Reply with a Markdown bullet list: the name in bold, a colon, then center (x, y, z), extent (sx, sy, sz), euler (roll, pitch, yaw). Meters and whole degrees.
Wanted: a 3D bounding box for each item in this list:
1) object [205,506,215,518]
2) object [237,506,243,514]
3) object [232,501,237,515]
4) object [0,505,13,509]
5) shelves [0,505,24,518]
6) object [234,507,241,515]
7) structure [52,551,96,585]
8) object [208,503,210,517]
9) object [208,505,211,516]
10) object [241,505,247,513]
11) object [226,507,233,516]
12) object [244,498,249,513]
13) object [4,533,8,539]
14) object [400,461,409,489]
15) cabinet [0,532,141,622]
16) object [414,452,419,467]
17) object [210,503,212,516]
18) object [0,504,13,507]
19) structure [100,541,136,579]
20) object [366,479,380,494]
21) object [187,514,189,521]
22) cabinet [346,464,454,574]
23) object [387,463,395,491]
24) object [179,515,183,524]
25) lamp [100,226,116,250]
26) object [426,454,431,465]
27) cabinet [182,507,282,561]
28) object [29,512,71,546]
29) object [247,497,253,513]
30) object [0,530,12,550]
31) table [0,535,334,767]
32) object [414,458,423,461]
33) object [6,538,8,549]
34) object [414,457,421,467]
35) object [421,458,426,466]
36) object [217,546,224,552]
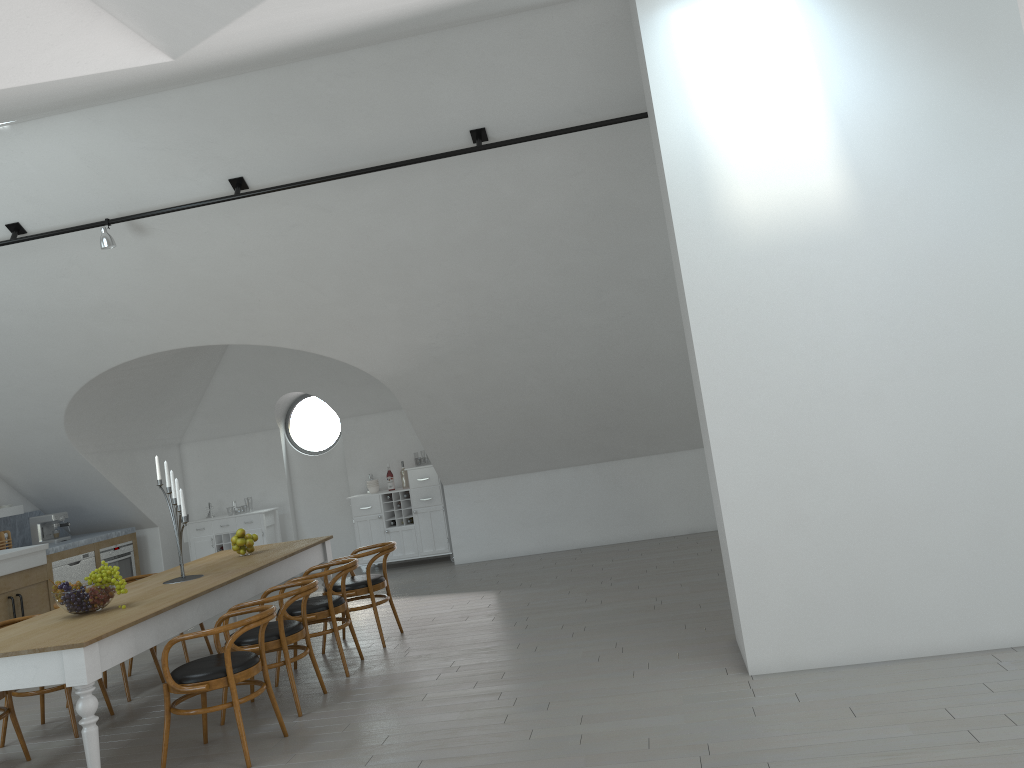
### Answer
- **object**: center (-3.761, 1.599, 11.034), extent (0.101, 0.138, 0.067), euler (-9, -4, 8)
- **object**: center (-3.315, 1.543, 10.862), extent (0.094, 0.094, 0.093), euler (-9, -3, -4)
- **object**: center (-3.383, 1.513, 10.822), extent (0.048, 0.170, 0.048), euler (-8, -4, -4)
- **object**: center (-5.505, 1.337, 9.567), extent (0.213, 0.025, 0.213), euler (-9, -2, -4)
- **shelves**: center (-5.851, 0.695, 7.048), extent (0.480, 1.364, 5.541), euler (-9, -2, 3)
- **object**: center (-3.333, 1.546, 10.771), extent (0.077, 0.085, 0.077), euler (-9, -3, -4)
- **structure**: center (-4.835, 2.265, 9.336), extent (0.598, 0.824, 0.723), euler (-9, -3, 8)
- **object**: center (-3.775, 1.566, 11.043), extent (0.039, 0.175, 0.054), euler (-9, -4, 8)
- **object**: center (-3.761, 1.580, 11.043), extent (0.097, 0.137, 0.029), euler (-9, -4, 11)
- **object**: center (-3.255, 1.528, 10.795), extent (0.071, 0.099, 0.071), euler (-11, -4, 31)
- **object**: center (-3.416, 1.547, 10.747), extent (0.081, 0.105, 0.081), euler (-10, -4, 21)
- **object**: center (-3.246, 1.489, 10.866), extent (0.054, 0.179, 0.054), euler (-8, -4, -14)
- **object**: center (-5.390, 1.684, 9.453), extent (0.040, 0.193, 0.042), euler (-6, -5, -31)
- **object**: center (-1.301, 1.096, 10.700), extent (0.085, 0.331, 0.085), euler (-6, -5, -33)
- **cabinet**: center (-5.300, 2.269, 7.328), extent (1.003, 1.024, 6.421), euler (-9, -2, 8)
- **object**: center (-1.145, 0.909, 10.657), extent (0.048, 0.170, 0.048), euler (-12, -5, 41)
- **object**: center (-3.746, 1.563, 11.024), extent (0.039, 0.164, 0.024), euler (-10, -4, 21)
- **object**: center (-5.506, 1.328, 9.568), extent (0.213, 0.025, 0.213), euler (-9, -2, -4)
- **structure**: center (-4.731, 2.184, 10.088), extent (0.630, 0.638, 0.631), euler (-9, -3, 8)
- **object**: center (-1.680, 1.243, 10.731), extent (0.153, 0.160, 0.158), euler (-11, -4, 36)
- **object**: center (-3.951, 1.722, 10.811), extent (0.088, 0.269, 0.029), euler (-11, -5, 35)
- **cabinet**: center (-1.297, 1.602, 10.704), extent (1.241, 1.156, 0.609), euler (-9, -4, 8)
- **object**: center (-1.477, 1.125, 10.731), extent (0.081, 0.330, 0.081), euler (-9, -4, 4)
- **object**: center (-4.004, 1.731, 10.819), extent (0.088, 0.269, 0.029), euler (-7, -4, -18)
- **lamp**: center (-3.099, -1.122, 6.789), extent (0.113, 0.175, 0.114), euler (-7, -4, -29)
- **object**: center (-0.999, 0.897, 10.638), extent (0.046, 0.143, 0.046), euler (-10, -4, 20)
- **cabinet**: center (-3.394, 1.997, 10.813), extent (1.134, 0.791, 0.496), euler (-9, -4, 8)
- **object**: center (-5.063, 1.599, 9.836), extent (0.386, 0.321, 0.324), euler (-9, -3, 8)
- **object**: center (-3.196, 1.475, 10.828), extent (0.063, 0.187, 0.063), euler (-8, -4, -6)
- **object**: center (-5.435, 1.682, 9.425), extent (0.104, 0.223, 0.200), euler (-9, -3, 8)
- **table**: center (-2.203, 1.722, 5.884), extent (1.018, 0.800, 3.345), euler (-9, -2, 8)
- **object**: center (-1.124, 0.948, 10.728), extent (0.093, 0.094, 0.094), euler (-12, -4, 41)
- **object**: center (-5.397, 1.689, 9.467), extent (0.020, 0.196, 0.018), euler (-11, -5, 30)
- **object**: center (-1.116, 0.934, 10.577), extent (0.082, 0.105, 0.081), euler (-6, -5, -43)
- **object**: center (-1.073, 0.941, 10.652), extent (0.077, 0.085, 0.077), euler (-10, -3, 16)
- **object**: center (-3.479, 1.999, 10.731), extent (0.082, 0.085, 0.317), euler (-9, -3, 9)
